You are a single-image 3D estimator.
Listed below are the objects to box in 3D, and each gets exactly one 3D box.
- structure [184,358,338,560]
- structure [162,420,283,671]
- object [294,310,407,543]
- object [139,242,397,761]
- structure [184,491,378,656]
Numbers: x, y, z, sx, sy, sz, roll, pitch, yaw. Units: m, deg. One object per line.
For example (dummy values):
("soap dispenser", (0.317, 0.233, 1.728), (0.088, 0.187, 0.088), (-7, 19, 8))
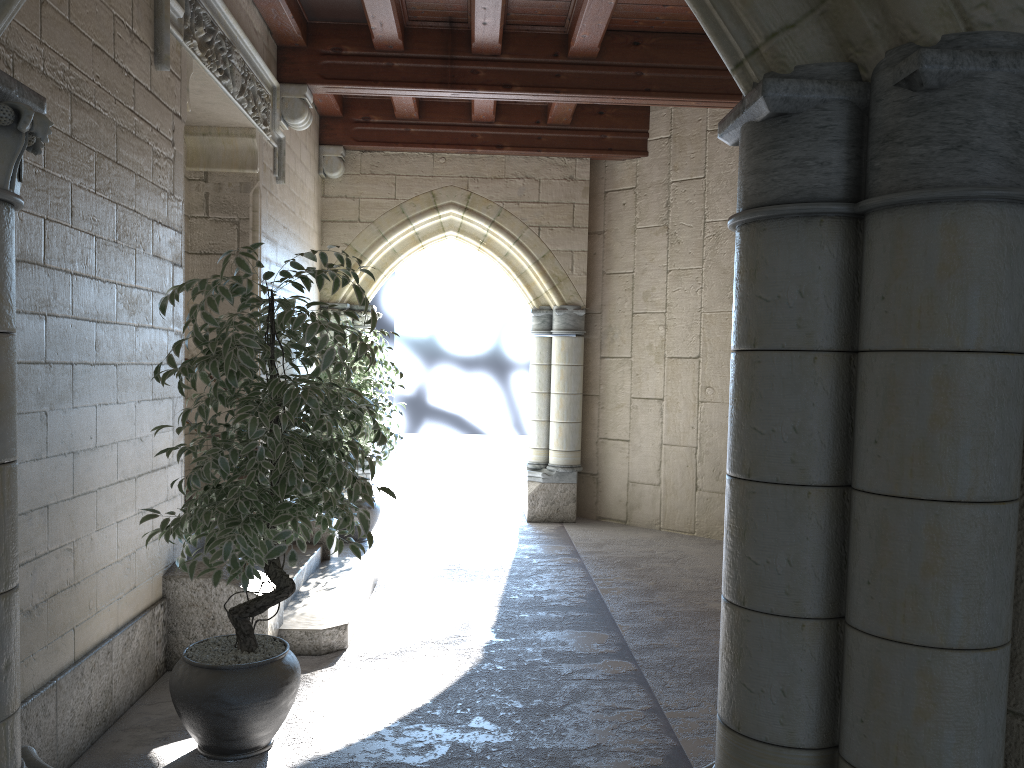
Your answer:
("structure", (-1.490, 0.492, 5.158), (0.888, 1.265, 0.472), (1, 3, -3))
("structure", (-1.427, 0.518, 3.752), (0.888, 1.265, 0.475), (1, 3, -3))
("object", (-1.135, 0.304, 6.214), (0.787, 1.622, 0.749), (1, 3, -6))
("object", (-0.784, 0.369, 2.884), (0.786, 1.622, 0.750), (3, 4, 29))
("structure", (-2.025, 0.721, 4.435), (2.573, 0.812, 1.458), (1, 2, -3))
